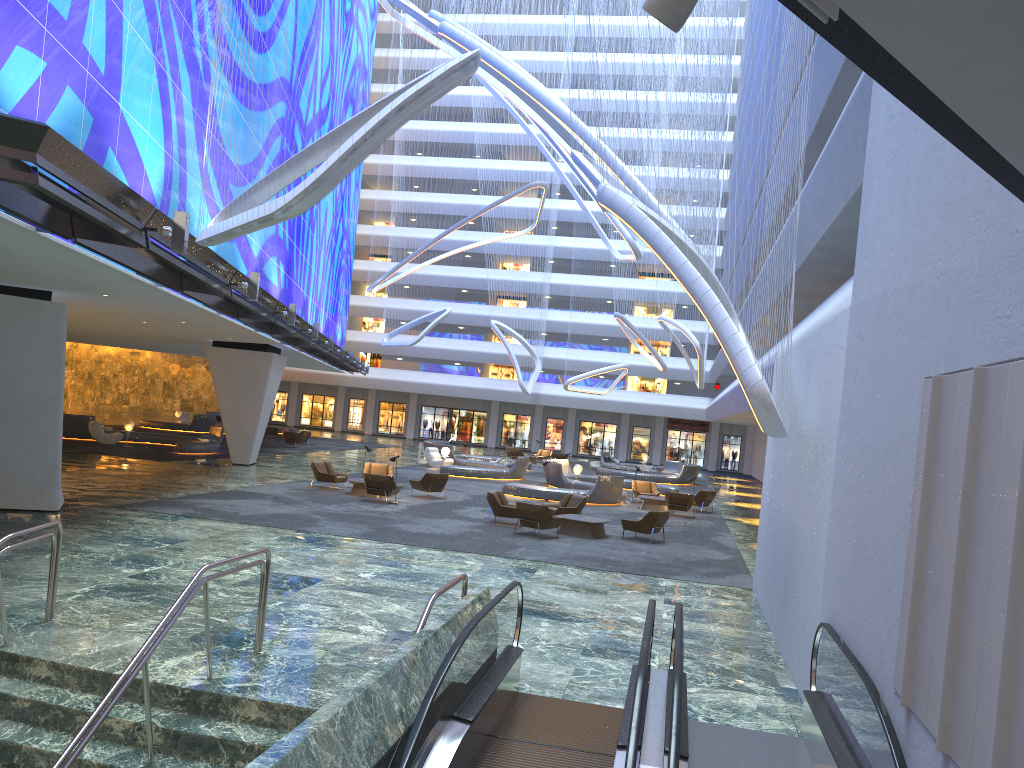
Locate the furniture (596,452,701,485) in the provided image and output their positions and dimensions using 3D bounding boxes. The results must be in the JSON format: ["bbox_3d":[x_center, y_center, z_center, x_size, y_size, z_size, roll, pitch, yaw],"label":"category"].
[{"bbox_3d":[7.224,4.459,47.395,5.183,0.969,9.935,5,-2,7],"label":"furniture"}]

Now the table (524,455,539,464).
[{"bbox_3d":[0.777,4.205,49.331,1.205,0.392,1.201,7,-2,-44],"label":"table"}]

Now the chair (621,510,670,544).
[{"bbox_3d":[3.177,3.350,21.094,0.937,0.766,0.931,5,-1,35],"label":"chair"}]

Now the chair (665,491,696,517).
[{"bbox_3d":[5.236,3.766,27.750,0.928,0.766,0.940,5,-1,17],"label":"chair"}]

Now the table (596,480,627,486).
[{"bbox_3d":[3.866,4.038,34.743,1.202,0.392,1.204,5,-2,11],"label":"table"}]

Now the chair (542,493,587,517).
[{"bbox_3d":[1.367,3.229,22.862,0.940,0.766,0.928,6,-1,-27],"label":"chair"}]

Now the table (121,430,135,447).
[{"bbox_3d":[-14.643,2.078,33.791,0.427,0.595,0.418,6,-1,10],"label":"table"}]

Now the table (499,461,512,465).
[{"bbox_3d":[-0.226,3.863,41.804,0.674,0.406,0.670,6,-1,-27],"label":"table"}]

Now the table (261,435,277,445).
[{"bbox_3d":[-12.254,2.746,43.720,1.204,0.392,1.202,6,-2,-25],"label":"table"}]

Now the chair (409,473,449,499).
[{"bbox_3d":[-2.406,2.960,25.984,0.937,0.766,0.931,5,-1,44],"label":"chair"}]

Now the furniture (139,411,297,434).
[{"bbox_3d":[-17.065,2.212,51.569,5.178,0.969,9.944,5,-2,28],"label":"furniture"}]

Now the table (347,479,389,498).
[{"bbox_3d":[-4.003,2.956,25.102,1.202,0.392,1.204,5,-2,11],"label":"table"}]

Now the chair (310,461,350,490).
[{"bbox_3d":[-5.339,2.667,25.836,0.938,0.766,0.930,5,-1,19],"label":"chair"}]

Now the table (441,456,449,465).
[{"bbox_3d":[-2.888,3.350,37.476,0.418,0.595,0.427,6,-1,-15],"label":"table"}]

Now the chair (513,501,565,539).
[{"bbox_3d":[0.577,3.060,20.020,0.928,0.766,0.940,5,-1,38],"label":"chair"}]

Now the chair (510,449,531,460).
[{"bbox_3d":[0.385,3.939,47.904,0.940,0.766,0.928,6,-1,-38],"label":"chair"}]

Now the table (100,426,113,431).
[{"bbox_3d":[-17.428,2.055,38.054,0.671,0.406,0.673,6,-1,-2],"label":"table"}]

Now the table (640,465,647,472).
[{"bbox_3d":[6.888,4.602,46.591,0.418,0.595,0.428,6,-1,7],"label":"table"}]

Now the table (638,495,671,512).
[{"bbox_3d":[4.735,3.943,29.154,1.202,0.392,1.204,5,-2,10],"label":"table"}]

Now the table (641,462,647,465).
[{"bbox_3d":[7.576,4.821,51.313,0.418,0.595,0.427,6,-1,-35],"label":"table"}]

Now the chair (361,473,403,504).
[{"bbox_3d":[-3.502,2.779,23.698,0.928,0.766,0.940,5,-1,17],"label":"chair"}]

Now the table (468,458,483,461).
[{"bbox_3d":[-1.735,3.715,41.810,0.672,0.406,0.672,5,-2,30],"label":"table"}]

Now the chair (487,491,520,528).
[{"bbox_3d":[-0.122,3.042,21.588,0.938,0.766,0.930,5,-1,13],"label":"chair"}]

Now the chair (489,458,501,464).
[{"bbox_3d":[-1.320,3.719,42.133,1.787,0.501,0.585,6,-1,-25],"label":"chair"}]

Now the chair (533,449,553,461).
[{"bbox_3d":[1.805,4.176,50.937,0.928,0.766,0.940,5,-1,30],"label":"chair"}]

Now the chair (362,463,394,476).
[{"bbox_3d":[-4.080,2.828,26.999,0.929,0.766,0.939,6,-1,-6],"label":"chair"}]

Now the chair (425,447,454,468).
[{"bbox_3d":[-3.152,3.228,38.371,1.155,0.882,0.730,5,-1,30],"label":"chair"}]

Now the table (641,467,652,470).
[{"bbox_3d":[7.564,4.888,49.913,0.670,0.406,0.674,5,-1,7],"label":"table"}]

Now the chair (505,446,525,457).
[{"bbox_3d":[0.109,4.003,50.714,0.931,0.766,0.937,6,-1,-36],"label":"chair"}]

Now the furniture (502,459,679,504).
[{"bbox_3d":[2.657,3.548,32.963,5.178,0.969,9.944,5,-2,28],"label":"furniture"}]

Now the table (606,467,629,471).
[{"bbox_3d":[5.449,4.551,45.861,1.202,0.392,1.204,5,-2,11],"label":"table"}]

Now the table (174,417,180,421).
[{"bbox_3d":[-18.966,2.180,50.113,0.417,0.595,0.428,6,-1,10],"label":"table"}]

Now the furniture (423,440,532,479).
[{"bbox_3d":[-1.756,3.327,39.589,5.184,0.969,9.933,6,-2,3],"label":"furniture"}]

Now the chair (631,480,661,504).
[{"bbox_3d":[4.658,3.816,31.051,0.929,0.766,0.939,6,-1,-6],"label":"chair"}]

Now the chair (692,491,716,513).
[{"bbox_3d":[6.332,3.947,30.036,0.937,0.766,0.931,5,-1,44],"label":"chair"}]

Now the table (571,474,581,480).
[{"bbox_3d":[2.434,3.758,33.958,0.417,0.595,0.428,6,-1,10],"label":"table"}]

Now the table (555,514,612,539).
[{"bbox_3d":[1.681,3.384,21.078,1.201,0.392,1.205,5,-2,29],"label":"table"}]

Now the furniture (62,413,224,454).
[{"bbox_3d":[-16.073,1.797,35.681,9.913,0.969,5.194,5,-2,28],"label":"furniture"}]
